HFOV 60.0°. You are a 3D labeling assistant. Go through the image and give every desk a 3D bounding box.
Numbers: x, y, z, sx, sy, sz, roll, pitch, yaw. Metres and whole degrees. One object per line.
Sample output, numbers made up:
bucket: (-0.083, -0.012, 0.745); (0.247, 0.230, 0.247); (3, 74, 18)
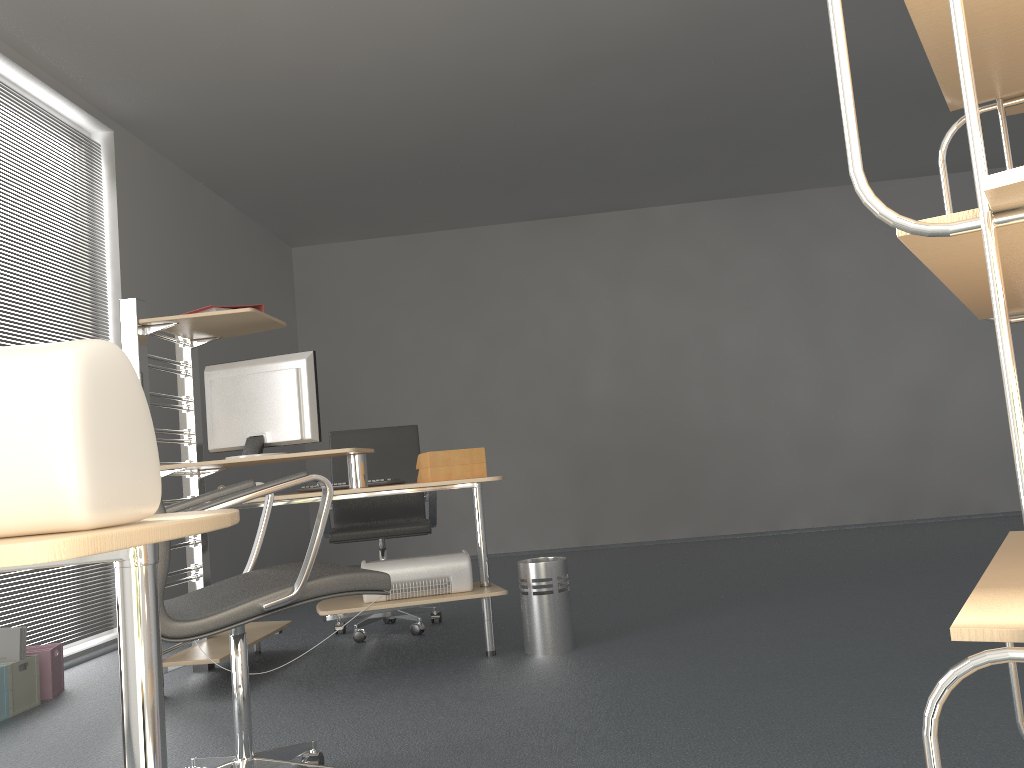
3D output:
desk: (-0.729, 0.410, 3.877); (1.469, 1.566, 0.967); (-6, -6, 5)
desk: (-0.986, 0.163, 1.105); (1.469, 1.566, 0.967); (-6, -6, 5)

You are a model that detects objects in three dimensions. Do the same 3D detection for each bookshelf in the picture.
bookshelf: (0.540, -0.013, 0.688); (0.381, 1.572, 0.724); (-9, -7, 32)

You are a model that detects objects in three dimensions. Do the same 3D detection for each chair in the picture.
chair: (-0.671, 0.730, 4.536); (0.584, 1.048, 0.652); (-4, -6, -9)
chair: (-0.689, 0.500, 2.161); (0.652, 1.048, 0.584); (-2, -6, -29)

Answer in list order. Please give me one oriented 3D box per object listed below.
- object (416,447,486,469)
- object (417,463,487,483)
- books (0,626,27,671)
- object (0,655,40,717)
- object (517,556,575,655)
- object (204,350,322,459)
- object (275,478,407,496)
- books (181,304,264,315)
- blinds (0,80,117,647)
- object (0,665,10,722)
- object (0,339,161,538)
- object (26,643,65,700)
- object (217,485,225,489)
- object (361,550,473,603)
object: (-0.254, 0.303, 3.595); (0.225, 0.060, 0.309); (-4, -6, -16)
object: (-0.249, 0.359, 3.590); (0.225, 0.060, 0.309); (-4, -6, -16)
books: (-1.998, 1.106, 3.440); (0.220, 0.306, 0.068); (-6, -6, 5)
object: (-1.993, 1.174, 3.419); (0.245, 0.202, 0.185); (-6, -6, 5)
object: (0.141, 0.920, 3.683); (0.208, 0.377, 0.208); (0, -7, -41)
object: (-1.067, 0.097, 3.642); (0.516, 0.418, 0.245); (-8, -6, 27)
object: (-0.786, 0.465, 3.759); (0.478, 0.082, 0.814); (-6, -6, 12)
books: (-1.261, -0.288, 3.772); (0.320, 0.072, 0.262); (-9, -7, 37)
blinds: (-2.376, -0.122, 4.074); (0.022, 2.770, 1.950); (-6, -6, 5)
object: (-2.010, 1.158, 3.235); (0.245, 0.202, 0.185); (-6, -6, 5)
object: (-0.555, 0.067, 0.831); (0.438, 0.162, 0.351); (-5, -6, -3)
object: (-1.999, 1.197, 3.645); (0.245, 0.202, 0.185); (-4, -6, -13)
object: (-1.207, 0.465, 3.825); (0.159, 0.064, 0.054); (-2, -6, -28)
object: (-0.402, 0.782, 3.669); (0.438, 0.162, 0.351); (-4, -6, -11)
